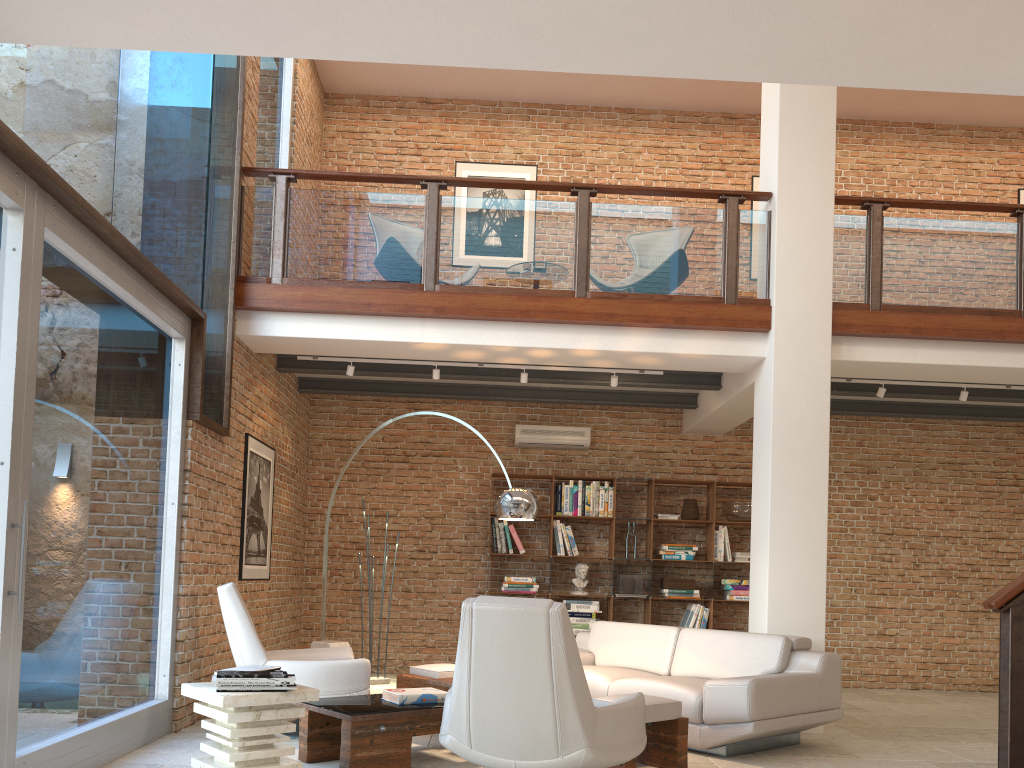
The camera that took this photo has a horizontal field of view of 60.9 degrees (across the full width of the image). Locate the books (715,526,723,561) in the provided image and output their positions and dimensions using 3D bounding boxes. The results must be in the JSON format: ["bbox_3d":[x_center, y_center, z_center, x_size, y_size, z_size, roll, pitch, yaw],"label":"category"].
[{"bbox_3d":[2.210,1.721,9.378,0.036,0.376,0.248,2,-5,-1],"label":"books"}]

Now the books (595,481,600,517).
[{"bbox_3d":[0.904,1.247,9.365,0.036,0.376,0.248,2,-5,-1],"label":"books"}]

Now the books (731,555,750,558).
[{"bbox_3d":[2.473,1.860,9.383,0.171,0.018,0.242,2,-13,2],"label":"books"}]

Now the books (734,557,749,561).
[{"bbox_3d":[2.465,1.885,9.377,0.132,0.033,0.211,0,-12,8],"label":"books"}]

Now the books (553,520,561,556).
[{"bbox_3d":[0.471,1.656,9.350,0.101,0.377,0.248,2,-5,-1],"label":"books"}]

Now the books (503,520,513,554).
[{"bbox_3d":[-0.045,1.630,9.317,0.121,0.374,0.248,2,-5,-1],"label":"books"}]

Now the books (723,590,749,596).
[{"bbox_3d":[2.472,2.248,9.377,0.327,0.054,0.260,3,-12,-6],"label":"books"}]

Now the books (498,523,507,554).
[{"bbox_3d":[-0.102,1.658,9.346,0.102,0.328,0.259,2,-6,-1],"label":"books"}]

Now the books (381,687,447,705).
[{"bbox_3d":[-0.564,1.827,5.109,0.329,0.055,0.258,9,-14,-31],"label":"books"}]

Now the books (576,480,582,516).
[{"bbox_3d":[0.717,1.237,9.349,0.036,0.376,0.248,2,-5,-1],"label":"books"}]

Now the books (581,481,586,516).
[{"bbox_3d":[0.753,1.241,9.360,0.036,0.376,0.248,2,-5,-1],"label":"books"}]

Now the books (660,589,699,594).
[{"bbox_3d":[1.787,2.221,9.339,0.380,0.036,0.250,3,-12,-3],"label":"books"}]

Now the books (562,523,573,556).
[{"bbox_3d":[0.583,1.676,9.349,0.125,0.342,0.277,2,-6,-1],"label":"books"}]

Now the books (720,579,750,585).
[{"bbox_3d":[2.414,2.137,9.390,0.326,0.054,0.261,0,-12,8],"label":"books"}]

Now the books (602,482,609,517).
[{"bbox_3d":[0.998,1.251,9.368,0.036,0.376,0.248,2,-5,-1],"label":"books"}]

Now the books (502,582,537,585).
[{"bbox_3d":[0.078,2.127,9.309,0.356,0.020,0.278,3,-13,-3],"label":"books"}]

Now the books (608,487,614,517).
[{"bbox_3d":[1.046,1.283,9.384,0.055,0.323,0.259,2,-6,-1],"label":"books"}]

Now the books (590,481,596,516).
[{"bbox_3d":[0.867,1.248,9.377,0.036,0.376,0.248,2,-5,-1],"label":"books"}]

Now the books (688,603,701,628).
[{"bbox_3d":[1.913,2.535,9.340,0.161,0.366,0.248,2,-5,-1],"label":"books"}]

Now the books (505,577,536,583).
[{"bbox_3d":[0.087,2.089,9.309,0.326,0.054,0.261,2,-12,1],"label":"books"}]

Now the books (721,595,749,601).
[{"bbox_3d":[2.445,2.302,9.374,0.326,0.054,0.261,2,-12,1],"label":"books"}]

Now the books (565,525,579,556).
[{"bbox_3d":[0.632,1.684,9.335,0.158,0.323,0.259,2,-6,-1],"label":"books"}]

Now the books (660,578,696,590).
[{"bbox_3d":[1.778,2.146,9.350,0.335,0.116,0.218,2,-10,-2],"label":"books"}]

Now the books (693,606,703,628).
[{"bbox_3d":[1.965,2.548,9.351,0.098,0.348,0.277,2,-6,-1],"label":"books"}]

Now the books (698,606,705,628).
[{"bbox_3d":[1.986,2.553,9.361,0.098,0.348,0.277,2,-6,-1],"label":"books"}]

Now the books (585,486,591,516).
[{"bbox_3d":[0.799,1.266,9.346,0.055,0.323,0.259,2,-6,-1],"label":"books"}]

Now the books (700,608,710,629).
[{"bbox_3d":[2.030,2.560,9.347,0.116,0.327,0.259,2,-6,-1],"label":"books"}]

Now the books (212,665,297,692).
[{"bbox_3d":[-1.296,1.471,4.376,0.391,0.078,0.580,6,-13,-17],"label":"books"}]

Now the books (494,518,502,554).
[{"bbox_3d":[-0.152,1.626,9.327,0.091,0.377,0.248,2,-5,-1],"label":"books"}]

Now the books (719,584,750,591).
[{"bbox_3d":[2.429,2.193,9.388,0.326,0.054,0.261,2,-12,-2],"label":"books"}]

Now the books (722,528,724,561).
[{"bbox_3d":[2.238,1.738,9.388,0.021,0.352,0.277,2,-6,-1],"label":"books"}]

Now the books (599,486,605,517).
[{"bbox_3d":[0.950,1.275,9.360,0.055,0.323,0.259,2,-6,-1],"label":"books"}]

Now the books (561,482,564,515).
[{"bbox_3d":[0.536,1.247,9.363,0.021,0.352,0.277,2,-6,-1],"label":"books"}]

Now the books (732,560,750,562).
[{"bbox_3d":[2.471,1.914,9.391,0.171,0.018,0.242,1,-13,6],"label":"books"}]

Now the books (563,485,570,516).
[{"bbox_3d":[0.575,1.259,9.346,0.055,0.323,0.259,2,-6,-1],"label":"books"}]

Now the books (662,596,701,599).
[{"bbox_3d":[1.812,2.291,9.357,0.356,0.020,0.278,3,-13,-3],"label":"books"}]

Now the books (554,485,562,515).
[{"bbox_3d":[0.497,1.259,9.362,0.055,0.323,0.259,2,-6,-1],"label":"books"}]

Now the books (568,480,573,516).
[{"bbox_3d":[0.622,1.234,9.352,0.036,0.376,0.248,2,-5,-1],"label":"books"}]

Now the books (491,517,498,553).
[{"bbox_3d":[-0.189,1.623,9.318,0.091,0.377,0.248,2,-5,-1],"label":"books"}]

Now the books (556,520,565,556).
[{"bbox_3d":[0.510,1.653,9.328,0.103,0.376,0.248,2,-5,-1],"label":"books"}]

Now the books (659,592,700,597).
[{"bbox_3d":[1.799,2.266,9.372,0.380,0.036,0.250,3,-12,-6],"label":"books"}]

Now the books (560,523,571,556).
[{"bbox_3d":[0.562,1.673,9.339,0.125,0.342,0.277,2,-6,-1],"label":"books"}]

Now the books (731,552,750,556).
[{"bbox_3d":[2.467,1.833,9.379,0.133,0.033,0.210,4,-13,-11],"label":"books"}]

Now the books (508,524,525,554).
[{"bbox_3d":[0.046,1.669,9.342,0.195,0.313,0.259,2,-6,-1],"label":"books"}]

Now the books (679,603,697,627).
[{"bbox_3d":[1.870,2.540,9.362,0.163,0.365,0.248,2,-5,-1],"label":"books"}]

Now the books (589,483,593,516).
[{"bbox_3d":[0.838,1.257,9.362,0.021,0.352,0.277,2,-6,-1],"label":"books"}]

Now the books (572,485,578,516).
[{"bbox_3d":[0.668,1.267,9.367,0.055,0.323,0.259,2,-6,-1],"label":"books"}]
